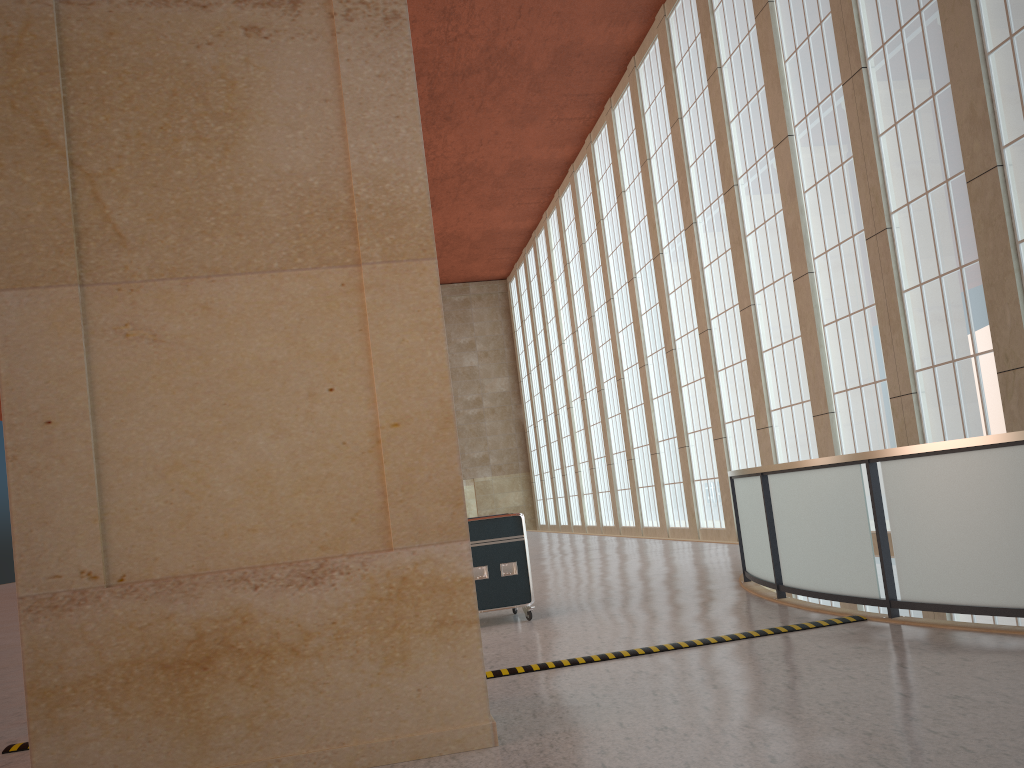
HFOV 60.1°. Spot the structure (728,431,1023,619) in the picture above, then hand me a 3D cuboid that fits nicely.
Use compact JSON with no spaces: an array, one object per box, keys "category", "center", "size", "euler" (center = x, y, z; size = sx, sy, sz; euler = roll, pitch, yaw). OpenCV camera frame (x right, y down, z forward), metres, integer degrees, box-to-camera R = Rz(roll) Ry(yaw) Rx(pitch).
[{"category":"structure","center":[6.082,1.503,10.567],"size":[5.234,1.786,13.182],"euler":[-4,-8,-20]}]

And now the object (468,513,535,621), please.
[{"category":"object","center":[-0.338,2.720,13.039],"size":[1.054,1.534,1.281],"euler":[-6,-6,-10]}]

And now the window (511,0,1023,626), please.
[{"category":"window","center":[-0.878,8.909,75.762],"size":[0.010,28.493,166.087],"euler":[-6,-8,-10]}]
